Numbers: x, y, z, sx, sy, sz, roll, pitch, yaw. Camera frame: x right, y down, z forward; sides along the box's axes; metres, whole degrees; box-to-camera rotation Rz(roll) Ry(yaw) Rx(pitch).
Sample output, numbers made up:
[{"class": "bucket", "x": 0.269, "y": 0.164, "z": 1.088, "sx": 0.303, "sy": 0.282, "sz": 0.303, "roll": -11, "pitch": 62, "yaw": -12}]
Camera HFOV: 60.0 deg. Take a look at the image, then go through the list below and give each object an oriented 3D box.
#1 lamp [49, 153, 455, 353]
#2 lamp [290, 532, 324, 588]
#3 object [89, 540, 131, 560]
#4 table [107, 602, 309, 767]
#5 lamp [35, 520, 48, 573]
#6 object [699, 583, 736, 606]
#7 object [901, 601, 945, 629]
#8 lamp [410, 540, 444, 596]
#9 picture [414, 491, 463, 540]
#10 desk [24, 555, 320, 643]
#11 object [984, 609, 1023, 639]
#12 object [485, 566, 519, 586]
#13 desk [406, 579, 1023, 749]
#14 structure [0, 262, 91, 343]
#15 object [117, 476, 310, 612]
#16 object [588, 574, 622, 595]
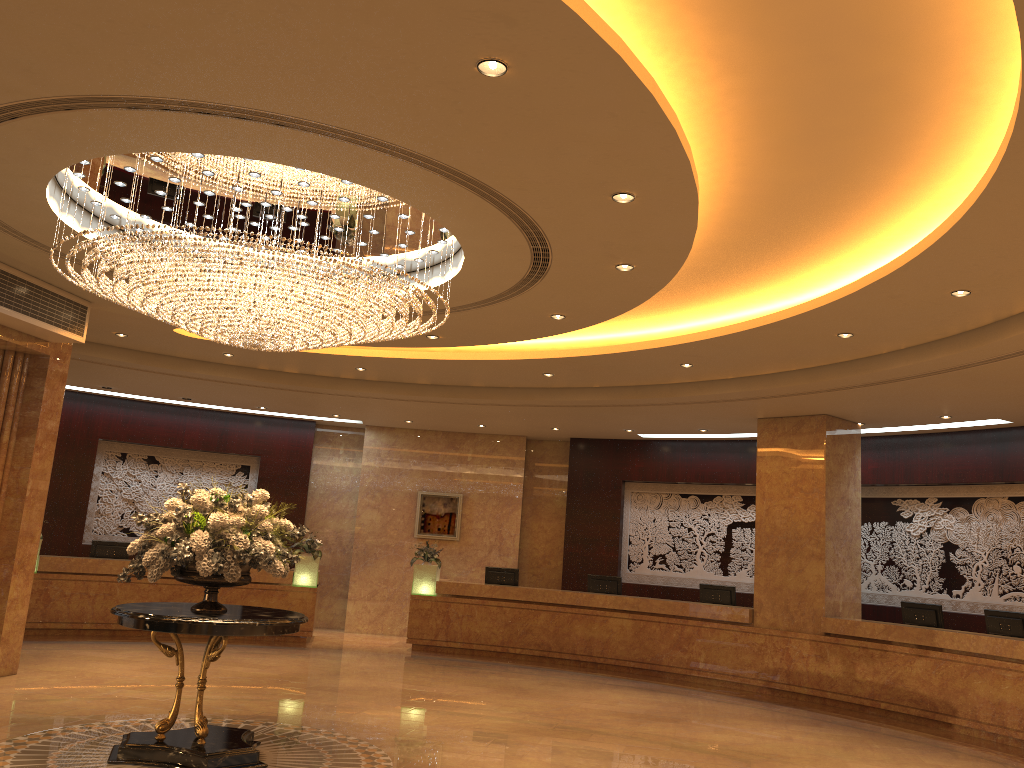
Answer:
[{"class": "lamp", "x": -2.118, "y": -0.892, "z": 7.534, "sx": 3.204, "sy": 1.196, "sz": 3.206, "roll": 14, "pitch": -14, "yaw": -41}, {"class": "lamp", "x": -3.492, "y": 2.975, "z": 15.115, "sx": 0.570, "sy": 0.923, "sz": 0.580, "roll": 3, "pitch": -11, "yaw": 8}, {"class": "object", "x": -6.539, "y": 2.804, "z": 14.407, "sx": 0.531, "sy": 0.500, "sz": 0.430, "roll": 4, "pitch": -11, "yaw": 3}, {"class": "table", "x": -2.408, "y": 2.328, "z": 6.929, "sx": 1.493, "sy": 1.089, "sz": 1.493, "roll": 3, "pitch": -11, "yaw": 5}, {"class": "lamp", "x": -7.318, "y": 2.348, "z": 13.283, "sx": 0.573, "sy": 0.923, "sz": 0.598, "roll": 11, "pitch": -12, "yaw": -30}, {"class": "object", "x": 3.218, "y": 3.399, "z": 13.883, "sx": 0.430, "sy": 0.500, "sz": 0.531, "roll": 7, "pitch": -11, "yaw": -16}, {"class": "object", "x": 5.390, "y": 3.130, "z": 11.642, "sx": 0.430, "sy": 0.500, "sz": 0.531, "roll": 3, "pitch": -11, "yaw": 8}, {"class": "lamp", "x": -1.453, "y": 3.143, "z": 15.211, "sx": 0.577, "sy": 0.925, "sz": 0.542, "roll": 2, "pitch": -11, "yaw": 13}, {"class": "picture", "x": -1.427, "y": 2.557, "z": 17.221, "sx": 0.875, "sy": 0.890, "sz": 0.068, "roll": 4, "pitch": -11, "yaw": 2}, {"class": "desk", "x": -5.682, "y": 3.509, "z": 14.534, "sx": 5.227, "sy": 1.155, "sz": 1.570, "roll": 9, "pitch": -12, "yaw": -24}, {"class": "object", "x": 5.965, "y": 2.983, "z": 10.651, "sx": 0.430, "sy": 0.500, "sz": 0.531, "roll": 2, "pitch": -11, "yaw": 14}, {"class": "object", "x": -0.183, "y": 3.435, "z": 15.372, "sx": 0.430, "sy": 0.500, "sz": 0.531, "roll": 14, "pitch": -14, "yaw": -41}, {"class": "desk", "x": 3.479, "y": 3.699, "z": 12.031, "sx": 3.466, "sy": 1.155, "sz": 12.951, "roll": 14, "pitch": -15, "yaw": -43}, {"class": "structure", "x": -5.419, "y": -1.107, "z": 8.178, "sx": 0.425, "sy": 0.483, "sz": 4.113, "roll": 2, "pitch": -11, "yaw": 11}, {"class": "object", "x": -2.347, "y": 1.312, "z": 7.156, "sx": 1.277, "sy": 0.999, "sz": 1.318, "roll": -5, "pitch": -14, "yaw": 41}, {"class": "object", "x": 1.543, "y": 3.456, "z": 14.820, "sx": 0.430, "sy": 0.500, "sz": 0.531, "roll": 10, "pitch": -12, "yaw": -28}]
